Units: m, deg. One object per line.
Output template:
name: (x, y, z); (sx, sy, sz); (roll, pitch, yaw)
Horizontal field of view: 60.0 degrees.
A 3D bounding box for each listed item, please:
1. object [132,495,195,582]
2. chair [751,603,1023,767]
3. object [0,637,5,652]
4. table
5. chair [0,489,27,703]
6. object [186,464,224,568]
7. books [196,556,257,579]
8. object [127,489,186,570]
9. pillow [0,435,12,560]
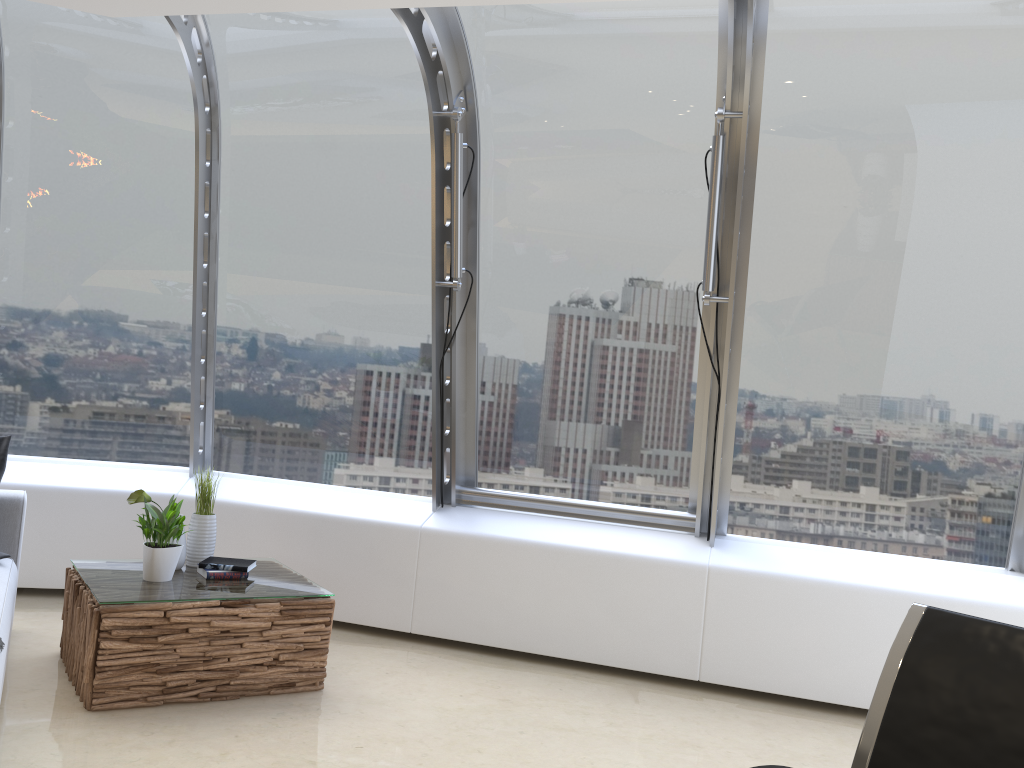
object: (-1.541, 0.674, 3.892); (0.284, 0.369, 0.215); (4, -2, 35)
chair: (0.680, 0.933, 1.421); (0.943, 0.972, 0.752); (7, -3, -38)
object: (-2.038, 0.819, 2.726); (0.825, 0.359, 1.024); (7, -2, -29)
table: (-1.436, 1.088, 4.005); (1.007, 0.436, 0.923); (7, -2, -33)
chair: (-2.480, 0.824, 3.217); (1.176, 0.690, 2.068); (6, -2, -27)
object: (-1.489, 0.619, 4.276); (0.153, 0.511, 0.150); (7, -2, -29)
books: (-1.323, 0.853, 4.090); (0.265, 0.063, 0.246); (6, -2, -11)
object: (-1.640, 0.669, 4.086); (0.297, 0.370, 0.152); (7, -3, -43)
pillow: (-2.722, 0.458, 3.799); (1.070, 0.597, 0.510); (6, -2, -28)
